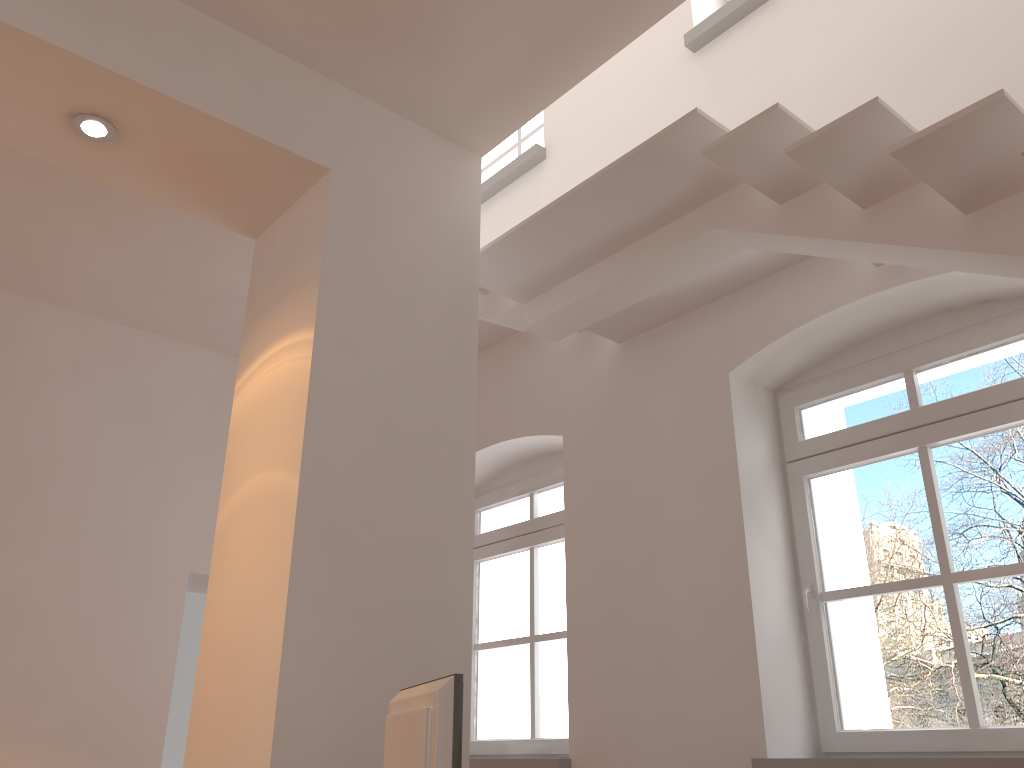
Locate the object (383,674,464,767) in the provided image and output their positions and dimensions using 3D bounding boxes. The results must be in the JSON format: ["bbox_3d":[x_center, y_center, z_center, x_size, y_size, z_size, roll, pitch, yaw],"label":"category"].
[{"bbox_3d":[-0.269,0.937,2.134,0.245,0.418,0.516,4,-23,-9],"label":"object"}]

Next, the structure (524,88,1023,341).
[{"bbox_3d":[0.737,0.036,1.424,3.450,3.042,4.630,19,-29,-36],"label":"structure"}]

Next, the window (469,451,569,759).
[{"bbox_3d":[0.120,1.266,5.194,0.142,1.737,1.308,19,-29,-36],"label":"window"}]

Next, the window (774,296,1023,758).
[{"bbox_3d":[1.672,0.547,3.500,0.142,1.737,1.308,19,-29,-36],"label":"window"}]
